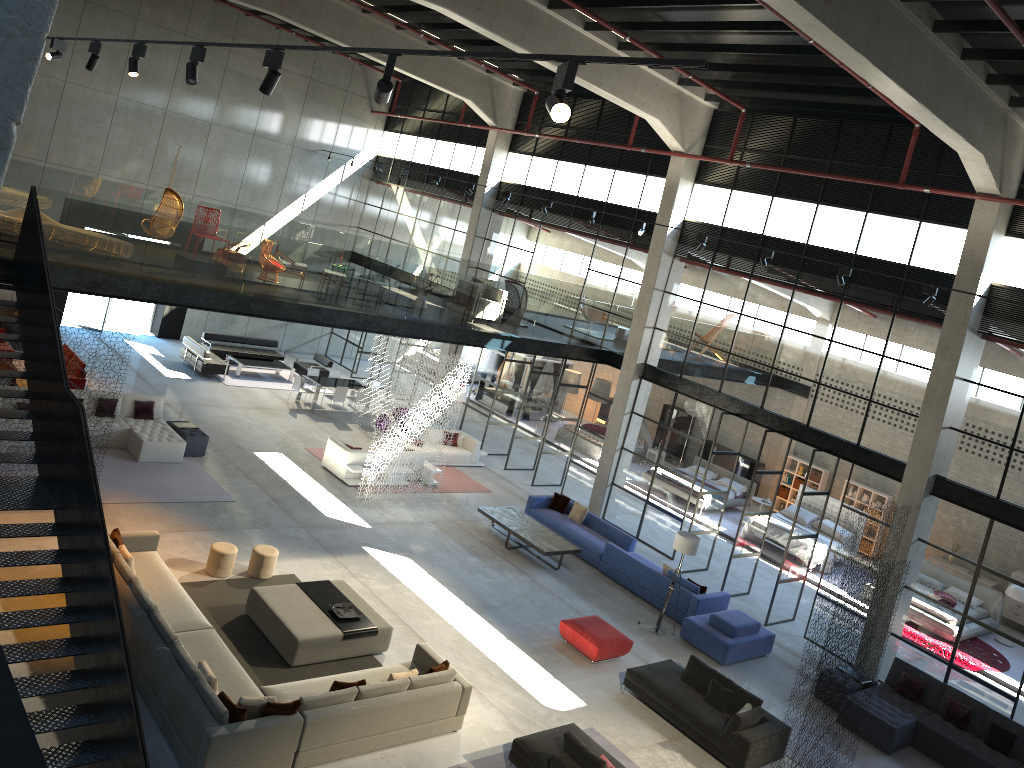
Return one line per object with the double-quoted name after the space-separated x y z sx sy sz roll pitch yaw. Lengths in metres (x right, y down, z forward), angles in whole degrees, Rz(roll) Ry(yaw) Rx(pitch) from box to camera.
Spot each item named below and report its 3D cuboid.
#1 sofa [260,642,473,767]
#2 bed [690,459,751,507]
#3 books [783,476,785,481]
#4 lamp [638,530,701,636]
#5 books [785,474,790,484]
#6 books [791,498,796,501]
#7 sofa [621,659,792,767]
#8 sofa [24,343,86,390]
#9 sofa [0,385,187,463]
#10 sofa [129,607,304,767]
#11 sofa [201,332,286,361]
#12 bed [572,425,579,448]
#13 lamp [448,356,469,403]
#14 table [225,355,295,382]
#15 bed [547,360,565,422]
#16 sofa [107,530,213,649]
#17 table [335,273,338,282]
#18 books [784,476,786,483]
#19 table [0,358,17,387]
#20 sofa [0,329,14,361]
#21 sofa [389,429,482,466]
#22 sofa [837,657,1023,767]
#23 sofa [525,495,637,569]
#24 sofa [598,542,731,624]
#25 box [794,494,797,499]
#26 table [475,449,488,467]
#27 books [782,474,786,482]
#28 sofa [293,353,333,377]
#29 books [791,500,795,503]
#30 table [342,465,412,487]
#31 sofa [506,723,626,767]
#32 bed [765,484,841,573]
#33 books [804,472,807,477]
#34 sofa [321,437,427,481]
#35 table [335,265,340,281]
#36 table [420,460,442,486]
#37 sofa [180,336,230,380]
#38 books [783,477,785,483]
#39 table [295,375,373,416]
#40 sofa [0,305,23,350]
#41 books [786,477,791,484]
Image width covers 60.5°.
-1.705 3.686 10.395 2.306 0.717 1.080 6 11 -42 "sofa"
5.240 2.805 24.584 2.364 0.863 2.315 7 12 -42 "bed"
8.021 2.799 25.798 0.141 0.196 0.018 11 4 -43 "books"
2.775 3.473 15.250 0.658 1.733 0.439 12 4 -45 "lamp"
8.077 2.779 25.735 0.182 0.285 0.049 11 4 -43 "books"
8.277 3.374 25.424 0.227 0.055 0.289 6 13 -42 "books"
2.690 4.581 12.358 1.067 0.557 2.161 8 12 -42 "sofa"
-10.283 -0.336 19.757 0.805 0.808 2.015 10 10 -42 "sofa"
-8.365 0.750 16.408 4.097 0.863 1.872 6 12 -42 "sofa"
-3.355 3.360 9.764 1.039 0.717 2.396 8 11 -42 "sofa"
-8.175 -1.001 26.715 2.421 0.752 0.841 6 10 -42 "sofa"
2.927 1.473 27.374 2.309 1.271 2.082 8 11 -42 "bed"
-1.166 -0.150 20.840 0.433 1.094 0.449 13 4 -34 "lamp"
-7.418 -0.449 25.780 1.778 0.405 0.924 6 12 -42 "table"
0.386 -0.088 29.987 2.281 2.066 2.304 9 9 -42 "bed"
-4.833 2.654 11.497 1.039 0.717 2.396 8 11 -42 "sofa"
-3.827 -2.183 18.729 0.466 0.392 0.646 13 8 -18 "table"
8.063 2.784 25.757 0.173 0.260 0.033 11 4 -43 "books"
-11.278 -0.249 18.898 0.899 0.420 0.934 7 12 -42 "table"
-12.058 -0.828 19.863 1.266 0.809 0.836 8 9 -42 "sofa"
-1.894 1.580 21.938 2.119 0.664 0.966 6 11 -42 "sofa"
7.045 5.533 12.644 1.801 0.863 4.258 7 12 -42 "sofa"
1.405 3.094 18.602 1.040 0.600 2.396 8 12 -42 "sofa"
2.905 3.751 16.841 1.039 0.717 2.396 8 11 -42 "sofa"
8.312 3.297 25.436 0.130 0.108 0.219 9 10 -42 "box"
-1.062 1.815 22.725 0.296 0.367 0.924 10 10 -42 "table"
8.018 2.762 25.811 0.173 0.260 0.020 11 4 -43 "books"
-6.130 -0.491 26.911 0.809 0.754 0.975 9 9 -42 "sofa"
8.263 3.428 25.426 0.227 0.055 0.317 6 13 -42 "books"
-2.901 1.997 19.002 1.549 0.366 0.308 6 10 -42 "table"
1.845 4.857 9.575 4.138 0.559 1.463 20 10 26 "sofa"
7.314 3.553 21.985 2.286 1.408 2.275 8 11 -43 "bed"
8.576 2.550 25.316 0.249 0.318 0.089 10 5 -43 "books"
-3.063 1.690 19.597 2.110 0.665 0.972 6 11 -42 "sofa"
-3.796 -2.378 19.518 0.398 0.513 0.411 17 5 22 "table"
-2.121 1.969 20.313 0.296 0.366 1.232 10 10 -42 "table"
-8.616 -0.743 24.637 0.809 0.753 1.694 9 10 -42 "sofa"
8.045 2.800 25.772 0.173 0.214 0.031 10 5 -43 "books"
-4.895 0.320 24.237 1.778 0.752 0.923 7 10 -42 "table"
-13.649 -1.594 22.407 3.149 0.564 2.898 6 13 -42 "sofa"
8.105 2.833 25.712 0.157 0.203 0.076 10 5 -43 "books"
